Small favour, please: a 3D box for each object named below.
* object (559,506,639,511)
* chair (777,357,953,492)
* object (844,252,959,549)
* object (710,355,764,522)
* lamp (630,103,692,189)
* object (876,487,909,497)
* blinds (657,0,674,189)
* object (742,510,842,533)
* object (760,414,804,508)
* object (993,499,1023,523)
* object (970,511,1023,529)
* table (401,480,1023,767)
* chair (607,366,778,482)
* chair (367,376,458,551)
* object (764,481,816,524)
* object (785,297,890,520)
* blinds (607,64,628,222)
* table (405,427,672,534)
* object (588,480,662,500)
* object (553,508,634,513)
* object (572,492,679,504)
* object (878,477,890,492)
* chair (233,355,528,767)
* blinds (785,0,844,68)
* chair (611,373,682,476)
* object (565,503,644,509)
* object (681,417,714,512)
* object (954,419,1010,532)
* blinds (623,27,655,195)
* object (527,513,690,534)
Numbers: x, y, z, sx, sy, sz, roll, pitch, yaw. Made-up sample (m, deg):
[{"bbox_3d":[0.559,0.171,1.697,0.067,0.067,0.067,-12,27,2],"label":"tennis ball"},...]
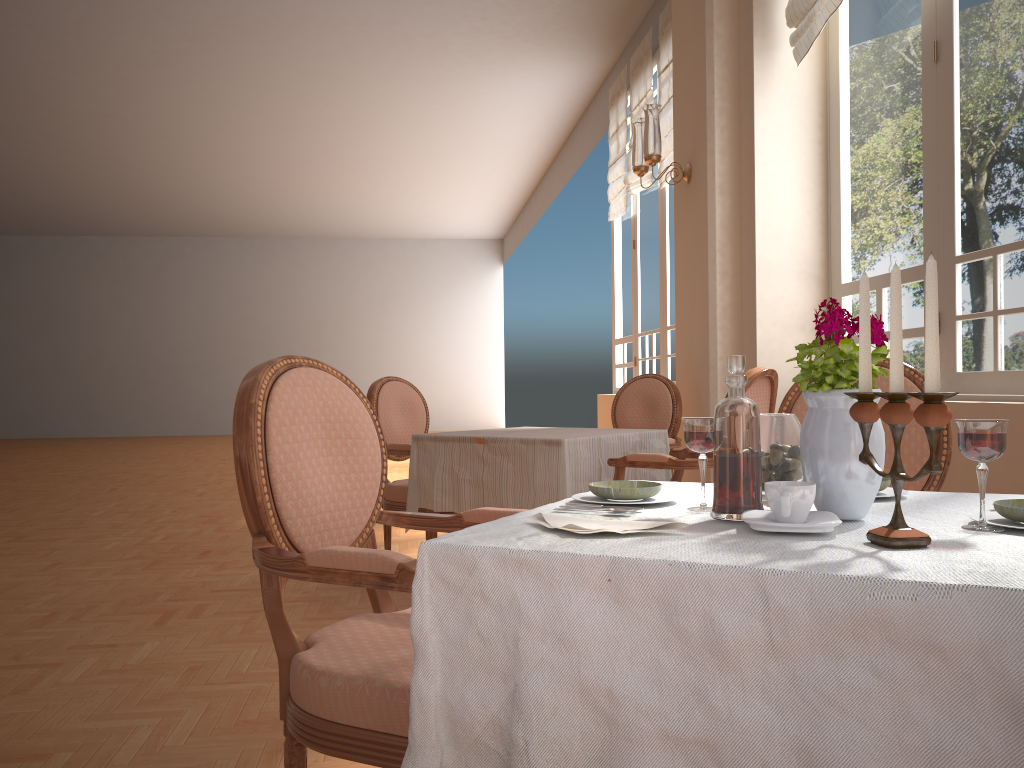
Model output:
[{"bbox_3d":[0.128,0.185,1.317,0.125,0.002,0.016,-1,0,27],"label":"object"},{"bbox_3d":[0.717,0.398,1.875,0.521,0.931,0.593,-1,0,27],"label":"chair"},{"bbox_3d":[0.440,0.021,1.013,0.059,0.325,0.177,-1,0,-8],"label":"object"},{"bbox_3d":[0.307,0.072,1.211,0.074,0.222,0.074,-1,0,-28],"label":"object"},{"bbox_3d":[0.766,-1.197,4.518,0.274,0.362,0.320,-1,0,-7],"label":"lamp"},{"bbox_3d":[0.563,0.179,1.467,0.171,0.005,0.171,-1,0,24],"label":"object"},{"bbox_3d":[1.129,-2.113,6.311,0.054,1.301,0.689,-1,0,-7],"label":"blinds"},{"bbox_3d":[0.352,0.174,1.121,0.119,0.016,0.119,-1,0,13],"label":"object"},{"bbox_3d":[0.389,0.114,1.312,0.093,0.138,0.093,-1,0,21],"label":"object"},{"bbox_3d":[0.676,0.165,1.124,0.117,0.024,0.117,-1,0,34],"label":"object"},{"bbox_3d":[0.677,0.175,1.124,0.171,0.005,0.171,-1,0,43],"label":"object"},{"bbox_3d":[0.407,0.523,1.249,0.829,0.680,0.836,-1,0,27],"label":"table"},{"bbox_3d":[0.694,0.406,3.331,0.593,0.931,0.521,-1,0,38],"label":"chair"},{"bbox_3d":[-0.388,0.424,4.189,0.593,0.931,0.521,-1,0,38],"label":"chair"},{"bbox_3d":[0.345,0.150,1.117,0.078,0.049,0.062,-1,0,-34],"label":"object"},{"bbox_3d":[0.445,0.030,1.201,0.124,0.302,0.143,-1,0,-8],"label":"object"},{"bbox_3d":[0.941,-2.106,7.944,0.038,1.293,0.689,-1,0,-7],"label":"blinds"},{"bbox_3d":[0.129,0.541,3.755,0.829,0.677,0.831,-1,0,38],"label":"table"},{"bbox_3d":[0.181,0.173,1.423,0.117,0.024,0.117,-1,0,3],"label":"object"},{"bbox_3d":[0.118,0.183,1.293,0.125,0.006,0.027,-1,0,26],"label":"object"},{"bbox_3d":[0.181,0.183,1.422,0.171,0.005,0.171,-1,0,30],"label":"object"},{"bbox_3d":[0.563,0.168,1.466,0.117,0.024,0.117,-1,0,-28],"label":"object"},{"bbox_3d":[-0.179,0.407,1.573,0.593,0.931,0.521,-1,0,27],"label":"chair"},{"bbox_3d":[1.309,-2.092,3.601,0.072,1.376,0.843,-1,0,-6],"label":"blinds"},{"bbox_3d":[0.550,0.413,4.309,0.521,0.931,0.593,-1,0,38],"label":"chair"},{"bbox_3d":[0.140,0.184,1.334,0.127,0.004,0.013,-1,0,27],"label":"object"},{"bbox_3d":[0.279,0.117,1.297,0.062,0.135,0.062,-1,0,24],"label":"object"},{"bbox_3d":[0.581,0.112,1.096,0.062,0.135,0.062,-1,0,24],"label":"object"},{"bbox_3d":[1.020,-2.140,7.159,0.085,1.235,0.699,-1,0,-7],"label":"blinds"},{"bbox_3d":[0.100,0.179,1.130,0.234,0.012,0.095,-1,0,32],"label":"object"}]
